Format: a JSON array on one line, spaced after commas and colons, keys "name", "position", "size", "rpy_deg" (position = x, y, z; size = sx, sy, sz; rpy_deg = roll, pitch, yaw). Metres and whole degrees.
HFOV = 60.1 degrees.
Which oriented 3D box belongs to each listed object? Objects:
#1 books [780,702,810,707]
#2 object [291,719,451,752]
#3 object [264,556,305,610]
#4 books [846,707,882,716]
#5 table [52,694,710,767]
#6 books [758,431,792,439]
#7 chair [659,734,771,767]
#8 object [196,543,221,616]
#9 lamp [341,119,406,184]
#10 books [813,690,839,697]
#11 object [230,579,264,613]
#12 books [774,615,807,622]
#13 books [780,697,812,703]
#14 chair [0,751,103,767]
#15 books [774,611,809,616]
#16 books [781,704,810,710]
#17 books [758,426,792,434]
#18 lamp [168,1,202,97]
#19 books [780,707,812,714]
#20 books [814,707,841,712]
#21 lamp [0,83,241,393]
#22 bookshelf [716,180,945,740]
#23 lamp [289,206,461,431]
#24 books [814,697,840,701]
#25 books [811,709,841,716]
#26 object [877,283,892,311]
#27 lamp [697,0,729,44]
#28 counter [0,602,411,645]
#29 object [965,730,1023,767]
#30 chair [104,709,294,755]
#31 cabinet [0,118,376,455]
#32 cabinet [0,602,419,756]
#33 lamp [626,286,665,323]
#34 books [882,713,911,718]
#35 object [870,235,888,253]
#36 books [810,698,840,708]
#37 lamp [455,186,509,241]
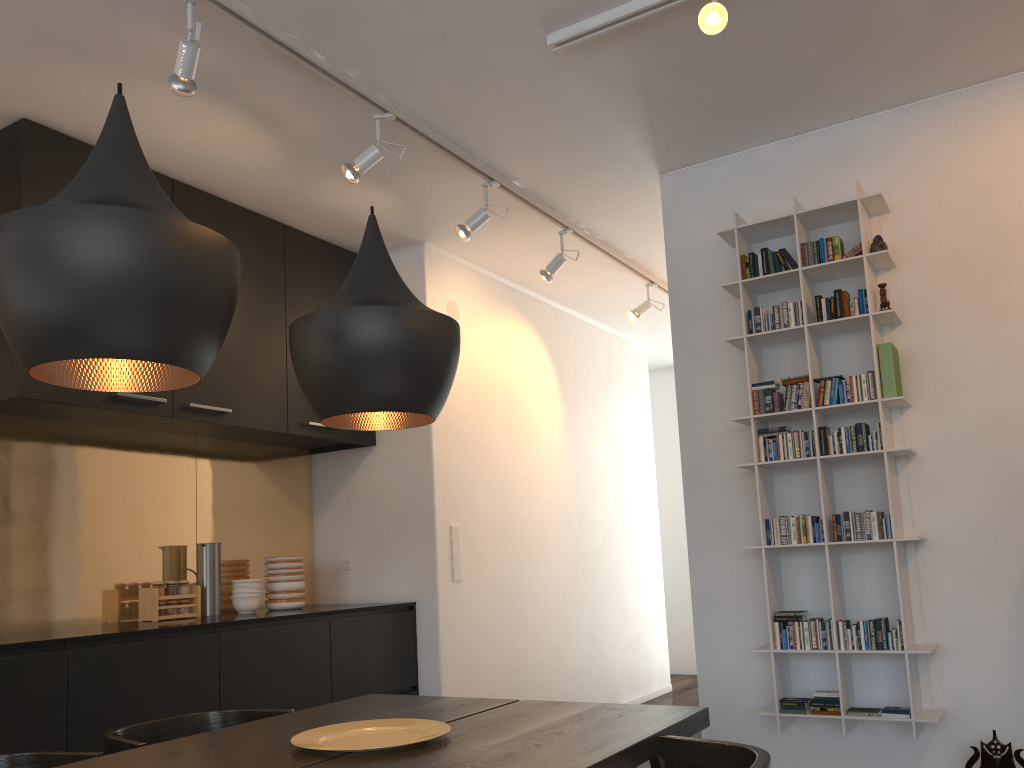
[{"name": "books", "position": [1.080, 1.218, 3.375], "size": [0.093, 0.015, 0.070], "rpy_deg": [-10, -13, 30]}, {"name": "object", "position": [-0.316, 0.795, 1.993], "size": [0.358, 0.016, 0.358], "rpy_deg": [-11, -14, 33]}, {"name": "object", "position": [-1.151, 1.009, 4.485], "size": [0.198, 0.261, 0.200], "rpy_deg": [-4, -9, 5]}, {"name": "books", "position": [1.307, 1.214, 3.278], "size": [0.112, 0.012, 0.094], "rpy_deg": [-10, -13, 30]}, {"name": "table", "position": [-0.603, 1.035, 1.375], "size": [1.112, 0.672, 2.518], "rpy_deg": [-9, -13, 30]}, {"name": "books", "position": [1.054, 0.206, 3.538], "size": [0.112, 0.012, 0.094], "rpy_deg": [-10, -13, 30]}, {"name": "chair", "position": [0.242, 1.057, 1.671], "size": [0.522, 0.664, 0.597], "rpy_deg": [-8, -10, 29]}, {"name": "object", "position": [-1.425, 0.926, 4.192], "size": [0.115, 0.336, 0.165], "rpy_deg": [-8, -10, 33]}, {"name": "lamp", "position": [-0.523, -0.878, 3.342], "size": [0.250, 0.237, 0.086], "rpy_deg": [-3, -8, 2]}, {"name": "books", "position": [1.186, 1.162, 3.318], "size": [0.092, 0.013, 0.070], "rpy_deg": [-10, -13, 30]}, {"name": "object", "position": [-1.286, 1.030, 4.294], "size": [0.158, 0.158, 0.155], "rpy_deg": [3, -11, -31]}, {"name": "books", "position": [1.079, 0.908, 3.428], "size": [0.108, 0.022, 0.069], "rpy_deg": [-10, -13, 30]}, {"name": "books", "position": [1.085, 1.207, 3.375], "size": [0.108, 0.008, 0.069], "rpy_deg": [-10, -13, 30]}, {"name": "chair", "position": [-1.105, 1.156, 1.820], "size": [0.522, 0.664, 0.597], "rpy_deg": [-8, -10, 29]}, {"name": "books", "position": [1.088, 0.893, 3.444], "size": [0.112, 0.012, 0.094], "rpy_deg": [-10, -13, 30]}, {"name": "books", "position": [1.083, 1.230, 3.374], "size": [0.093, 0.013, 0.070], "rpy_deg": [-10, -13, 30]}, {"name": "books", "position": [1.053, 0.191, 3.544], "size": [0.112, 0.022, 0.096], "rpy_deg": [-10, -13, 30]}, {"name": "lamp", "position": [-1.255, -0.054, 3.222], "size": [0.089, 1.827, 1.854], "rpy_deg": [1, -10, -25]}, {"name": "books", "position": [1.083, 1.244, 3.371], "size": [0.099, 0.014, 0.075], "rpy_deg": [-10, -13, 30]}, {"name": "books", "position": [1.188, 1.212, 3.310], "size": [0.092, 0.013, 0.070], "rpy_deg": [-10, -13, 30]}, {"name": "lamp", "position": [-0.696, -0.277, 1.564], "size": [0.411, 0.535, 0.415], "rpy_deg": [-4, -9, 7]}, {"name": "bookshelf", "position": [1.223, 0.289, 3.463], "size": [0.642, 2.053, 0.228], "rpy_deg": [-8, -9, 31]}, {"name": "lamp", "position": [-0.334, -0.174, 2.158], "size": [0.411, 0.535, 0.415], "rpy_deg": [-1, -9, -12]}, {"name": "books", "position": [1.186, 1.176, 3.316], "size": [0.092, 0.013, 0.070], "rpy_deg": [-10, -13, 30]}, {"name": "books", "position": [1.184, 1.229, 3.315], "size": [0.108, 0.016, 0.069], "rpy_deg": [-10, -13, 30]}, {"name": "object", "position": [1.430, -0.322, 3.397], "size": [0.046, 0.138, 0.065], "rpy_deg": [-6, -9, 22]}, {"name": "lamp", "position": [0.581, -1.089, 2.583], "size": [0.085, 0.237, 0.253], "rpy_deg": [-5, -10, 12]}, {"name": "counter", "position": [-2.115, 0.808, 2.602], "size": [0.735, 0.002, 5.097], "rpy_deg": [-10, -13, 30]}, {"name": "object", "position": [1.678, 1.366, 3.039], "size": [0.213, 0.347, 0.122], "rpy_deg": [-8, -9, 31]}, {"name": "chair", "position": [-0.790, 1.245, 2.338], "size": [0.522, 0.664, 0.597], "rpy_deg": [-8, -11, 30]}, {"name": "cabinet", "position": [-1.462, -0.292, 4.143], "size": [0.534, 1.038, 1.969], "rpy_deg": [-8, -12, 30]}, {"name": "cabinet", "position": [-2.092, 1.249, 2.545], "size": [0.736, 0.890, 5.100], "rpy_deg": [-8, -12, 30]}, {"name": "lamp", "position": [0.832, -0.497, 5.547], "size": [0.250, 0.237, 0.086], "rpy_deg": [0, -8, -17]}, {"name": "books", "position": [1.394, 1.195, 3.201], "size": [0.092, 0.013, 0.070], "rpy_deg": [-10, -13, 30]}, {"name": "object", "position": [1.421, -0.527, 3.427], "size": [0.064, 0.100, 0.060], "rpy_deg": [-4, -9, 7]}, {"name": "books", "position": [1.179, 1.195, 3.315], "size": [0.108, 0.022, 0.069], "rpy_deg": [-10, -13, 30]}, {"name": "lamp", "position": [-0.134, -0.767, 3.983], "size": [0.251, 0.237, 0.086], "rpy_deg": [-4, -8, 7]}]
